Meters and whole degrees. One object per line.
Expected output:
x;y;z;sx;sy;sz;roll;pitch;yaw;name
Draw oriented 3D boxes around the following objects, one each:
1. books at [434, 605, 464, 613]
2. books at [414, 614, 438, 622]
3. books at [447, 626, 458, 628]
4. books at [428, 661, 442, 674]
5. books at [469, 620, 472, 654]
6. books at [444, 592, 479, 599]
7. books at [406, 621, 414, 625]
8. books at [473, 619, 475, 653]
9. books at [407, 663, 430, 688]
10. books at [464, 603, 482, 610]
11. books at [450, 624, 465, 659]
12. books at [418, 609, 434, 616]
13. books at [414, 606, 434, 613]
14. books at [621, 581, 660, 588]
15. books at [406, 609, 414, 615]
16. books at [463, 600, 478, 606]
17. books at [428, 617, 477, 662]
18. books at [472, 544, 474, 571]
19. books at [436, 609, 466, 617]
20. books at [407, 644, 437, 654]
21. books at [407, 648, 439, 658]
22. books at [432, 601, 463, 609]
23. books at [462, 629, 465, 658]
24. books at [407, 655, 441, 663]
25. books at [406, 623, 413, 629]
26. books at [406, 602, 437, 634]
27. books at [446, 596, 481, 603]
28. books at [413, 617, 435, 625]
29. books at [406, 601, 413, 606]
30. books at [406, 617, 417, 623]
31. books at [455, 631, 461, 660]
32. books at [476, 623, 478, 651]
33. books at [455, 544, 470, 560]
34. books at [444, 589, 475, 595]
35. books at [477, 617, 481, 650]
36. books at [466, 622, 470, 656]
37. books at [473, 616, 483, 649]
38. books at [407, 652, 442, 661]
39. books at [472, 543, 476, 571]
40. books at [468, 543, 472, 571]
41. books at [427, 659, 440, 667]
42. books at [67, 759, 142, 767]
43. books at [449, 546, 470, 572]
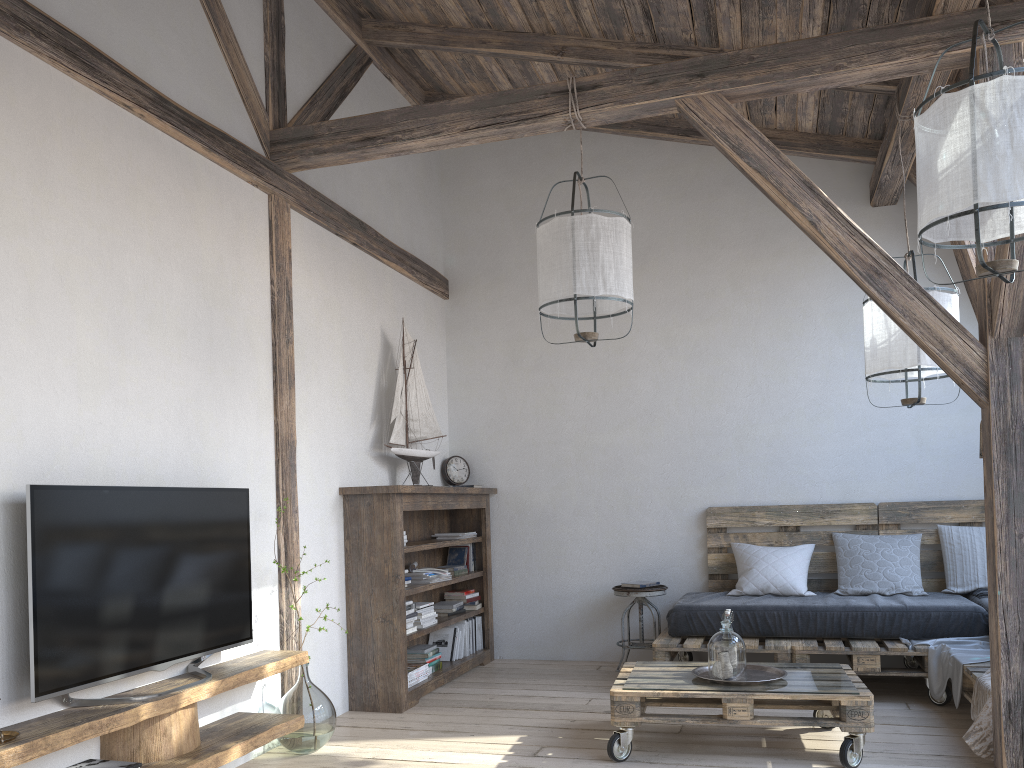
-0.415;1.432;5.608;0.160;0.022;0.213;-4;-8;16;books
-0.551;1.353;5.101;0.157;0.017;0.221;-5;-8;21;books
-0.433;1.638;5.566;0.157;0.205;0.108;-3;-2;17;books
-0.531;1.670;5.177;0.173;0.038;0.225;-4;-8;16;books
-0.340;1.657;5.763;0.158;0.218;0.021;-3;-1;17;books
-0.334;1.407;5.850;0.158;0.021;0.220;-5;-8;20;books
-0.648;1.305;4.793;0.157;0.017;0.221;-4;-8;16;books
-0.322;1.661;5.800;0.157;0.219;0.017;-3;-1;17;books
-0.617;1.604;4.850;0.238;0.087;0.319;-4;-8;16;books
-0.325;1.481;5.851;0.219;0.030;0.163;-3;-8;10;books
-0.387;1.639;5.601;0.157;0.211;0.090;-3;-2;17;books
-0.549;1.322;5.094;0.140;0.018;0.186;-4;-8;16;books
-0.574;1.308;5.110;0.157;0.017;0.221;-5;-8;21;books
0.808;1.260;5.535;0.205;0.021;0.151;6;-11;-44;books
-0.641;1.246;4.791;0.157;0.021;0.220;-3;-8;11;books
-0.333;1.455;5.846;0.205;0.021;0.151;-3;-8;6;books
-0.387;1.634;5.681;0.202;0.247;0.414;-3;-6;17;books
-0.327;1.175;5.961;0.139;0.184;0.020;-3;-1;17;books
-0.414;1.455;5.601;0.152;0.024;0.229;-5;-9;25;books
-0.539;1.564;5.197;0.133;0.021;0.200;-4;-8;15;books
-0.544;1.586;5.192;0.174;0.025;0.223;-3;-8;11;books
-0.414;1.410;5.611;0.152;0.024;0.230;-3;-8;12;books
-0.373;1.657;5.632;0.139;0.182;0.065;-3;-2;17;books
-0.531;1.620;5.180;0.158;0.021;0.226;-4;-8;17;books
-0.653;1.324;4.789;0.158;0.021;0.220;-4;-8;16;books
-0.613;1.305;4.950;0.206;0.150;0.552;-3;-7;16;books
-0.326;1.432;5.856;0.162;0.026;0.204;-5;-8;24;books
-0.556;1.368;5.084;0.157;0.017;0.221;-4;-8;16;books
-0.640;1.197;4.783;0.140;0.018;0.186;-4;-8;16;books
-0.637;1.285;4.779;0.157;0.017;0.221;-5;-8;21;books
-0.398;1.652;5.568;0.139;0.174;0.094;-3;-3;17;books
-0.299;1.689;5.879;0.139;0.184;0.018;-3;-1;17;books
-0.350;1.163;5.892;0.139;0.190;0.050;-3;-1;16;books
-0.350;1.390;5.872;0.143;0.019;0.203;-4;-8;16;books
-0.287;1.677;5.921;0.158;0.218;0.021;-3;-1;17;books
-0.354;1.647;5.693;0.157;0.219;0.017;-3;-1;17;books
-0.277;1.680;5.948;0.157;0.219;0.036;-3;-1;17;books
-0.542;1.605;5.192;0.174;0.013;0.231;-5;-8;19;books
-0.313;1.170;5.979;0.136;0.200;0.021;-3;-1;16;books
-0.332;1.165;5.942;0.135;0.200;0.021;-3;-1;16;books
-0.530;1.641;5.179;0.158;0.021;0.226;-3;-8;12;books
-1.289;1.325;2.674;0.291;0.263;0.362;-3;-6;17;books
-0.353;1.168;5.866;0.140;0.175;0.059;-3;-2;15;books
